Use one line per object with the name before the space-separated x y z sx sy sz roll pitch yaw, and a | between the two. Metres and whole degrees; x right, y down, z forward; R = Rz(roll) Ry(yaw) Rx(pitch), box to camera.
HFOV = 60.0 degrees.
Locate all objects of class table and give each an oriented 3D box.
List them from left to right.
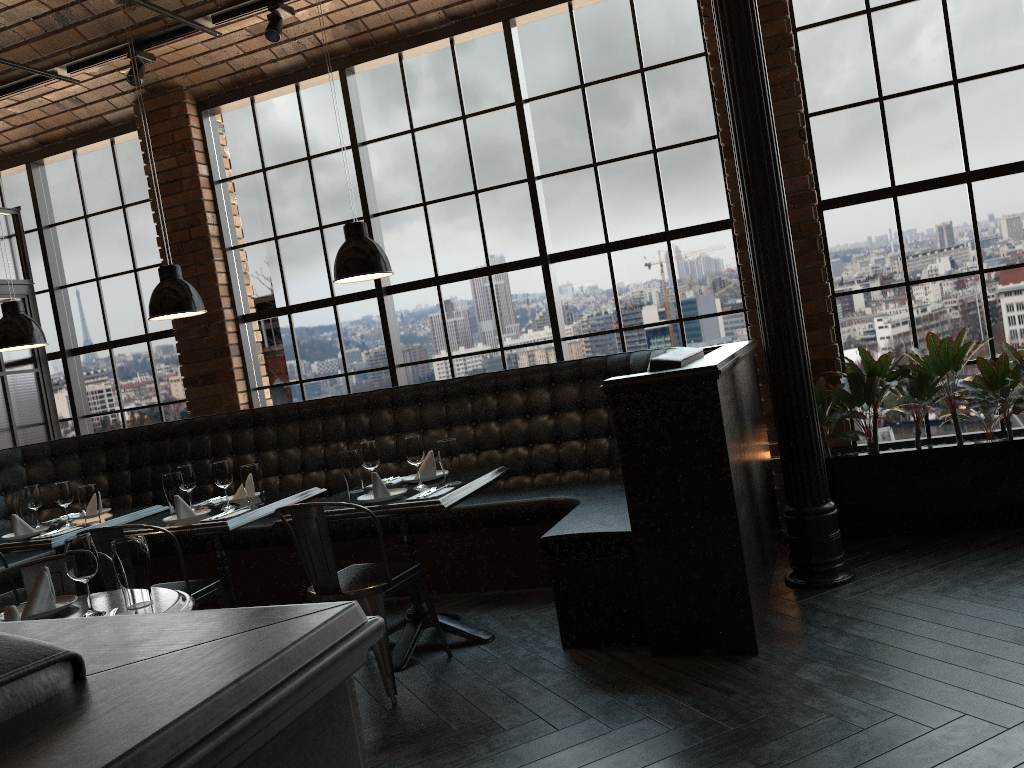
table | -1.326 1.094 2.629 0.866 0.758 0.866 -10 3 -16
table | -2.521 1.180 5.037 0.872 0.758 0.872 -8 3 20
table | -1.508 1.031 4.663 0.872 0.758 0.872 -8 3 20
table | -0.482 0.881 4.285 0.872 0.758 0.872 -8 3 20

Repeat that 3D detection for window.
window | -2.267 -0.459 6.797 16.179 3.253 0.168 -8 3 20

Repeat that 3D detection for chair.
chair | -2.664 1.170 4.653 0.504 0.857 0.558 -8 3 25
chair | -1.553 1.060 3.074 0.504 0.857 0.558 -10 3 -25
chair | -1.656 1.026 4.181 0.504 0.857 0.558 -9 3 15
chair | -0.667 0.878 3.878 0.504 0.857 0.558 -8 3 25

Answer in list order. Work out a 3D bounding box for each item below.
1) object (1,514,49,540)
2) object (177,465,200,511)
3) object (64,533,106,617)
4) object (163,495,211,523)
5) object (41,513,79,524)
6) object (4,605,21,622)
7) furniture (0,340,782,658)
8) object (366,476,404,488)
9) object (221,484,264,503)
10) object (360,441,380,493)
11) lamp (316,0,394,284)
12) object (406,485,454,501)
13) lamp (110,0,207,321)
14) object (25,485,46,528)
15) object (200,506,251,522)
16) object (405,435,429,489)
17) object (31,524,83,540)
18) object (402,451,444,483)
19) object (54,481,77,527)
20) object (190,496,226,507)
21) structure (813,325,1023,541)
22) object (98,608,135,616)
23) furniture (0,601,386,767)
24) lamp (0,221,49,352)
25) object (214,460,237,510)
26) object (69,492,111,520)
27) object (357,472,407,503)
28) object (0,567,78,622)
object | -2.651 0.762 4.817 0.232 0.139 0.232 -8 3 17
object | -1.718 0.555 4.710 0.092 0.244 0.092 -11 3 -31
object | -1.281 0.577 2.658 0.092 0.244 0.092 -8 3 19
object | -1.636 0.613 4.443 0.232 0.139 0.232 -8 3 17
object | -2.696 0.802 5.310 0.157 0.019 0.255 -8 3 21
object | -1.353 0.659 2.409 0.232 0.139 0.232 -10 3 -10
furniture | -1.320 0.742 5.283 5.451 1.212 1.979 -8 3 20
object | -0.648 0.502 4.555 0.157 0.019 0.255 -8 3 21
object | -1.483 0.569 4.858 0.232 0.139 0.232 -9 3 14
object | -0.684 0.403 4.329 0.092 0.244 0.092 -10 3 -19
lamp | -0.836 -1.316 4.172 0.291 1.653 0.291 -10 3 -25
object | -0.358 0.482 3.966 0.157 0.019 0.255 -8 3 21
lamp | -1.861 -1.165 4.550 0.291 1.653 0.291 -7 4 45
object | -2.733 0.704 5.084 0.092 0.244 0.092 -11 3 -31
object | -1.392 0.633 4.347 0.157 0.019 0.255 -8 3 21
object | -0.452 0.371 4.208 0.092 0.244 0.092 -10 3 -19
object | -2.406 0.782 4.721 0.157 0.019 0.255 -8 3 21
object | -0.449 0.418 4.477 0.232 0.139 0.232 -9 3 14
object | -2.501 0.671 4.964 0.092 0.244 0.092 -11 3 -31
object | -1.682 0.654 4.936 0.157 0.019 0.255 -8 3 21
structure | 3.448 0.073 4.412 4.107 1.072 0.757 -8 3 19
object | -1.165 0.679 2.534 0.157 0.019 0.255 -10 3 -19
furniture | -2.894 1.201 0.843 5.451 1.212 1.979 -8 3 20
lamp | -2.886 -1.015 4.928 0.291 1.653 0.291 -10 3 -5
object | -1.486 0.523 4.590 0.092 0.244 0.092 -10 3 -19
object | -2.498 0.718 5.232 0.232 0.139 0.232 -9 3 14
object | -0.602 0.461 4.062 0.232 0.139 0.232 -8 3 17
object | -1.519 0.668 2.824 0.232 0.139 0.232 -11 3 -26
